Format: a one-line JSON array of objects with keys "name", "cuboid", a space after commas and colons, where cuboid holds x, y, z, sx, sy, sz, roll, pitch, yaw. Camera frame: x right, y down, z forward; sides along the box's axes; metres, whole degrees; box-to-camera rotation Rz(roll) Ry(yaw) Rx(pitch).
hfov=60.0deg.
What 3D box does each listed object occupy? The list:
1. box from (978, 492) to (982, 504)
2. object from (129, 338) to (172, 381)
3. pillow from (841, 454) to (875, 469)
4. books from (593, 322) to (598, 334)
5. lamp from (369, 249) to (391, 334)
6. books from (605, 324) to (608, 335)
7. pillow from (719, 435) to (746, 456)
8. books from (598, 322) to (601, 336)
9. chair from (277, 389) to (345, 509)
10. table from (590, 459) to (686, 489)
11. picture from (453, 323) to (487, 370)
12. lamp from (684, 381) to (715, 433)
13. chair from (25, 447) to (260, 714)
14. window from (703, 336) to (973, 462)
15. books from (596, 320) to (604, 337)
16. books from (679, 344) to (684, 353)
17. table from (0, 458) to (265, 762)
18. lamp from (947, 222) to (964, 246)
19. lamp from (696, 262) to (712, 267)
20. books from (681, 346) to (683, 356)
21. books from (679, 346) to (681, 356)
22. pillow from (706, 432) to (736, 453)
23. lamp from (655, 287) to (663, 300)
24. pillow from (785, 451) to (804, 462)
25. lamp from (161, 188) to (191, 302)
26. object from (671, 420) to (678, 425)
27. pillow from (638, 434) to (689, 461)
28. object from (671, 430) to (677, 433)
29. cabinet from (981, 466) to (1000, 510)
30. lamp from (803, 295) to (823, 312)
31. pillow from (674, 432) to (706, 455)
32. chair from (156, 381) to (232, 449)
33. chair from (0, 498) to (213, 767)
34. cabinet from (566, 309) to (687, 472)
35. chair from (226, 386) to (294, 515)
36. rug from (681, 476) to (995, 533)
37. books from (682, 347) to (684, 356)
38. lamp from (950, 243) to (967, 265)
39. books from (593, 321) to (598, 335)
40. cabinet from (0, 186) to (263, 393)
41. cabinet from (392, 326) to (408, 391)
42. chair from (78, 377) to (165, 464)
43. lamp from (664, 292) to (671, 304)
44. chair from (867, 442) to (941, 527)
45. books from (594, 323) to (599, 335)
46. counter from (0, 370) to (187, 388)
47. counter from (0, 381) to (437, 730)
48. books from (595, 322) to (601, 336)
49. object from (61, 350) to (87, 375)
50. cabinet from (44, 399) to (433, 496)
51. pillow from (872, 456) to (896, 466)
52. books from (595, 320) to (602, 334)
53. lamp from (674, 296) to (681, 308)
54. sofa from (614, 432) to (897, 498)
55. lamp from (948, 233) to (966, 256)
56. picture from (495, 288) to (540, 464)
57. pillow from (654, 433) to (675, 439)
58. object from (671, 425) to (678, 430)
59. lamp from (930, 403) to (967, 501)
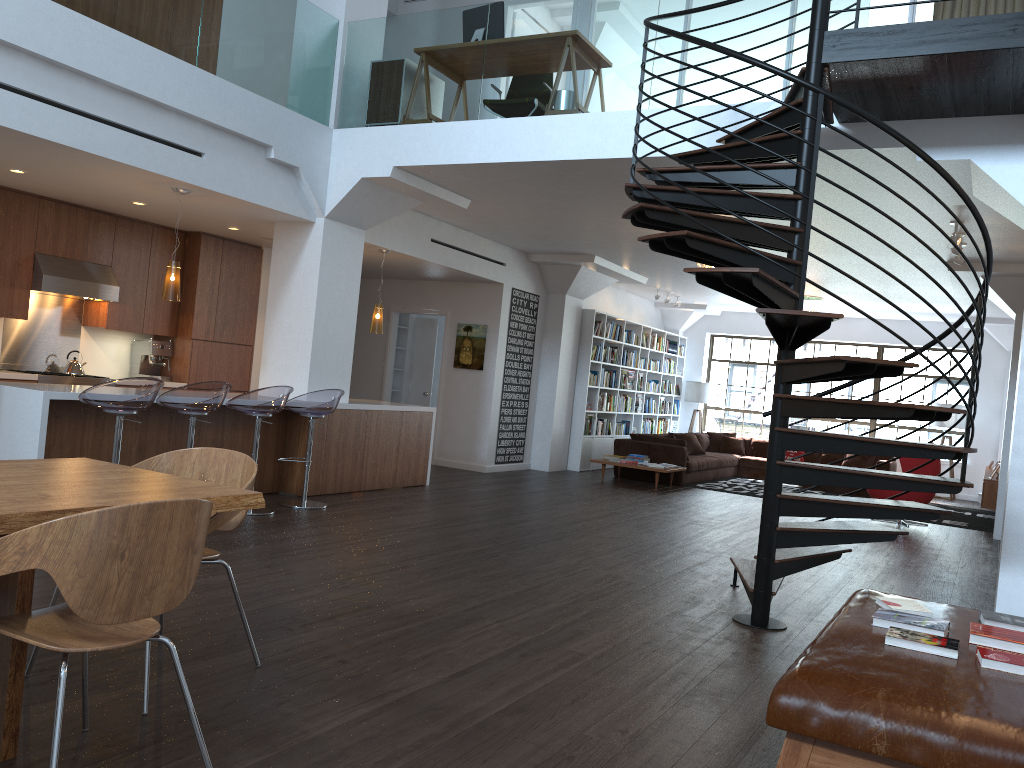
[{"name": "box", "cuboid": [7.835, 1.894, 14.662, 0.228, 0.165, 0.368, 6, 0, 29]}, {"name": "object", "cuboid": [-3.835, -0.260, 9.548, 0.439, 0.455, 0.284, 6, 0, 29]}, {"name": "pillow", "cuboid": [5.733, 1.252, 14.693, 0.248, 0.362, 0.542, 6, 0, -41]}, {"name": "books", "cuboid": [1.167, -0.836, 13.279, 0.182, 0.215, 0.188, 6, 0, 29]}, {"name": "lamp", "cuboid": [-1.420, -0.995, 9.559, 0.149, 0.900, 0.149, 6, 0, -16]}, {"name": "books", "cuboid": [1.375, -0.817, 13.658, 0.161, 0.222, 0.084, 6, 0, 29]}, {"name": "pillow", "cuboid": [3.892, 1.087, 15.675, 0.489, 0.337, 0.238, 6, 0, -2]}, {"name": "books", "cuboid": [1.260, -0.831, 13.445, 0.161, 0.222, 0.084, 6, 0, 29]}, {"name": "chair", "cuboid": [-1.726, 0.525, 7.549, 0.481, 1.014, 0.530, 6, 0, 31]}, {"name": "table", "cuboid": [1.741, 1.239, 12.277, 1.100, 0.271, 0.853, 6, 0, 29]}, {"name": "picture", "cuboid": [-0.558, -0.499, 11.848, 0.450, 0.600, 0.030, 6, 0, 29]}, {"name": "lamp", "cuboid": [3.535, 0.752, 16.992, 0.545, 1.579, 0.545, 6, 0, 18]}, {"name": "chair", "cuboid": [-1.313, 0.666, 3.327, 0.629, 0.833, 0.618, 6, 0, 24]}, {"name": "window", "cuboid": [5.901, 0.199, 16.433, 4.648, 1.905, 0.114, 6, 0, 29]}, {"name": "books", "cuboid": [1.291, -0.843, 13.513, 0.170, 0.251, 0.118, 6, 0, 29]}, {"name": "books", "cuboid": [3.237, -0.644, 17.084, 0.140, 0.231, 0.042, 6, 0, 29]}, {"name": "table", "cuboid": [-2.233, 0.619, 1.635, 1.012, 0.750, 3.803, 6, 0, 29]}, {"name": "lamp", "cuboid": [3.877, -1.313, 7.758, 0.120, 0.211, 0.111, 6, 0, 3]}, {"name": "lamp", "cuboid": [2.166, -1.313, 9.329, 0.442, 0.539, 0.441, 6, 0, -19]}, {"name": "books", "cuboid": [3.198, -0.630, 17.011, 0.136, 0.196, 0.045, 6, 0, 29]}, {"name": "books", "cuboid": [3.146, -0.629, 16.924, 0.134, 0.184, 0.030, 6, 0, 29]}, {"name": "pillow", "cuboid": [3.773, 1.056, 15.852, 0.580, 0.418, 0.334, 6, 0, 2]}, {"name": "lamp", "cuboid": [2.383, -1.472, 14.493, 0.120, 0.211, 0.111, 6, 0, -27]}, {"name": "pillow", "cuboid": [4.840, 1.198, 15.316, 0.465, 0.308, 0.220, 6, 0, 25]}, {"name": "lamp", "cuboid": [-1.429, -1.449, 7.674, 2.842, 1.807, 0.149, 6, 0, -22]}, {"name": "object", "cuboid": [2.957, 0.731, 16.952, 0.316, 0.088, 0.410, 6, 0, 29]}, {"name": "pillow", "cuboid": [2.212, 0.942, 12.932, 0.750, 0.364, 0.289, 6, 0, 28]}, {"name": "object", "cuboid": [2.946, 0.907, 16.948, 0.331, 0.088, 0.410, 6, 0, 29]}, {"name": "cabinet", "cuboid": [6.898, 1.433, 12.480, 0.459, 0.350, 4.501, 6, 0, 29]}, {"name": "lamp", "cuboid": [4.576, -1.080, 13.774, 0.442, 0.539, 0.441, 6, 0, -19]}, {"name": "pillow", "cuboid": [2.894, 0.987, 14.489, 0.325, 0.391, 0.625, 6, 0, 45]}, {"name": "chair", "cuboid": [-2.344, 0.465, 6.444, 0.481, 1.014, 0.530, 6, 0, 27]}, {"name": "chair", "cuboid": [-1.167, 0.681, 2.384, 0.617, 0.830, 0.629, 6, 0, 29]}, {"name": "cabinet", "cuboid": [1.983, 0.181, 15.212, 0.461, 2.414, 4.500, 6, 0, 29]}, {"name": "chair", "cuboid": [-2.026, 0.496, 6.995, 0.481, 1.014, 0.530, 6, 0, 26]}, {"name": "rug", "cuboid": [4.880, 1.683, 12.860, 4.200, 0.007, 3.100, 6, 0, 30]}, {"name": "books", "cuboid": [3.220, -0.626, 17.046, 0.139, 0.191, 0.036, 6, 0, 29]}, {"name": "lamp", "cuboid": [4.366, -1.266, 8.657, 0.120, 0.211, 0.111, 6, 0, -27]}, {"name": "books", "cuboid": [1.173, -0.840, 13.337, 0.182, 0.226, 0.173, 6, 0, 29]}, {"name": "cabinet", "cuboid": [-4.535, -0.499, 8.129, 0.598, 2.499, 5.299, 6, 0, 29]}, {"name": "cabinet", "cuboid": [-1.381, -0.441, 13.978, 0.527, 2.991, 2.630, 6, 0, 29]}, {"name": "chair", "cuboid": [-2.621, 0.439, 5.875, 0.481, 1.014, 0.530, 6, 0, 31]}, {"name": "lamp", "cuboid": [2.624, -1.448, 14.938, 0.120, 0.211, 0.111, 6, 0, -12]}, {"name": "chair", "cuboid": [4.716, 1.168, 10.674, 0.798, 1.006, 0.801, 6, 0, -36]}, {"name": "books", "cuboid": [1.202, -0.830, 13.363, 0.167, 0.210, 0.162, 6, 0, 29]}, {"name": "counter", "cuboid": [-4.793, -0.107, 7.728, 0.600, 0.050, 4.387, 6, 0, 29]}, {"name": "counter", "cuboid": [-2.334, 0.547, 6.081, 3.039, 0.860, 8.182, 6, 0, -1]}, {"name": "books", "cuboid": [1.241, -0.831, 13.416, 0.161, 0.218, 0.101, 6, 0, 29]}, {"name": "object", "cuboid": [-4.339, -0.217, 8.797, 0.222, 0.235, 0.222, 6, 0, 4]}, {"name": "cabinet", "cuboid": [-2.361, 0.564, 7.945, 0.898, 0.796, 4.493, 6, 0, 29]}, {"name": "pillow", "cuboid": [5.999, 1.196, 14.739, 0.651, 0.587, 0.335, 6, 0, 8]}, {"name": "books", "cuboid": [1.268, -0.844, 13.476, 0.159, 0.248, 0.089, 6, 0, 29]}, {"name": "lamp", "cuboid": [2.872, -1.424, 15.393, 0.120, 0.211, 0.111, 6, 0, 3]}, {"name": "sofa", "cuboid": [3.971, 1.260, 13.956, 3.481, 0.664, 4.197, 6, 0, 29]}, {"name": "lamp", "cuboid": [4.125, -1.289, 8.213, 0.120, 0.211, 0.111, 6, 0, -12]}, {"name": "picture", "cuboid": [0.085, -0.088, 12.218, 0.021, 2.380, 0.800, 6, 0, 29]}, {"name": "pillow", "cuboid": [2.309, 0.909, 13.183, 0.269, 0.411, 0.559, 6, 0, -15]}, {"name": "object", "cuboid": [2.955, 0.819, 16.948, 0.331, 0.088, 0.410, 6, 0, 29]}, {"name": "lamp", "cuboid": [7.254, 1.125, 14.837, 0.545, 1.579, 0.545, 6, 0, 40]}]
